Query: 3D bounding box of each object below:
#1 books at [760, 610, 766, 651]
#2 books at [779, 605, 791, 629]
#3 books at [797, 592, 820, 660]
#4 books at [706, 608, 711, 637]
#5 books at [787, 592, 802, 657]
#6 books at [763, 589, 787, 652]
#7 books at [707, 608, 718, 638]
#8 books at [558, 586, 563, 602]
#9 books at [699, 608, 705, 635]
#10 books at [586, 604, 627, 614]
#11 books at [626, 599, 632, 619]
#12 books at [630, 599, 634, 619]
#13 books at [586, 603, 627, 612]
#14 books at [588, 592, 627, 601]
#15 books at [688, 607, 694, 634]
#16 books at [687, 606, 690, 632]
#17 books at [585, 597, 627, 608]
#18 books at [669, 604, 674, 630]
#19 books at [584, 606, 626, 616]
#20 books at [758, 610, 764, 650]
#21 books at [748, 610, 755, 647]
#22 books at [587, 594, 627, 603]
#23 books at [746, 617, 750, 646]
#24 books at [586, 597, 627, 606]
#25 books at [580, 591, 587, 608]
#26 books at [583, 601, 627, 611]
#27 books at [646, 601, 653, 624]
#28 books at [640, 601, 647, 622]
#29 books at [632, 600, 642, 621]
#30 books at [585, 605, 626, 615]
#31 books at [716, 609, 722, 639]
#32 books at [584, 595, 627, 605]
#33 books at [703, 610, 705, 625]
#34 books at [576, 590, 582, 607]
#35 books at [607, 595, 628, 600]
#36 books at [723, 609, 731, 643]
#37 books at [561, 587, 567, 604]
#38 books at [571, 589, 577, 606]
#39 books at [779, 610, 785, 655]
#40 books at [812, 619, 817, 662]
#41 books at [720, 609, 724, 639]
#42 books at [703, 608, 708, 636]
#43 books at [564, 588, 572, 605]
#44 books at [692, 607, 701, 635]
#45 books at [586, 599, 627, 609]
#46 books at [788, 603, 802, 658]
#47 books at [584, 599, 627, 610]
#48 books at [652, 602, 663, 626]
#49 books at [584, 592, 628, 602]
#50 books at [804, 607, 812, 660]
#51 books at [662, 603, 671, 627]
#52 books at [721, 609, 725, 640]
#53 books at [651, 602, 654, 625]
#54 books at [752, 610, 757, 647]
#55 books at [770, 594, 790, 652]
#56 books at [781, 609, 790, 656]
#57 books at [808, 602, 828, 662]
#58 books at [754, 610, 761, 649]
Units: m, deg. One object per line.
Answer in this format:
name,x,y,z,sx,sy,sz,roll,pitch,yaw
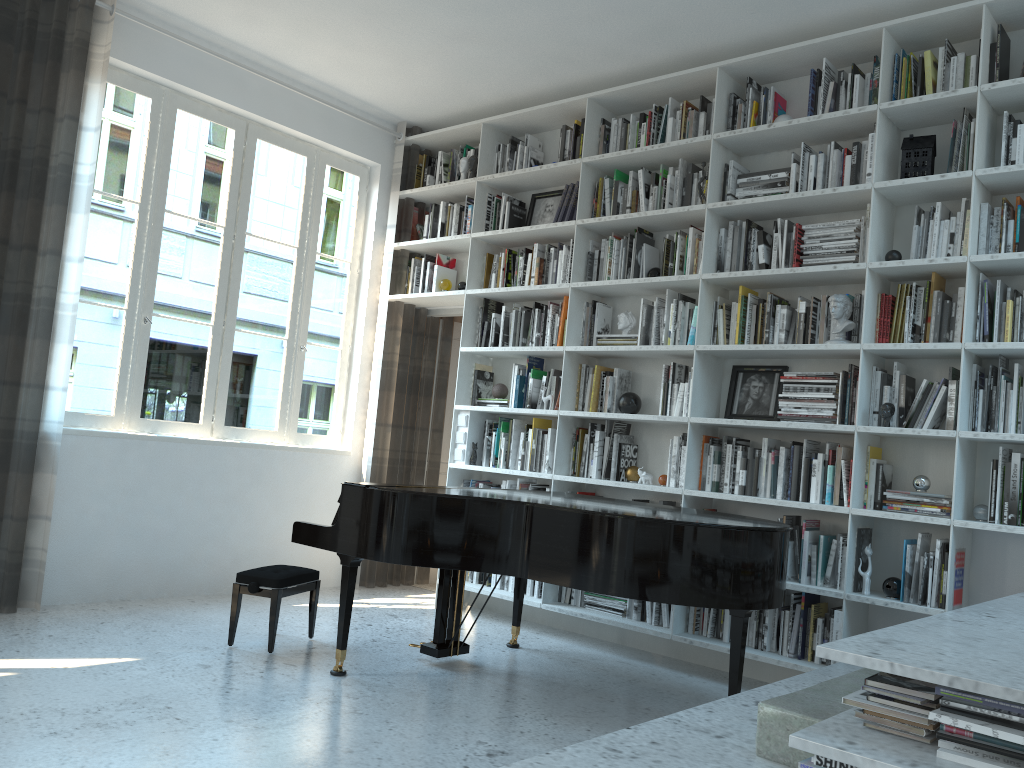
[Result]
books,1.264,1.114,4.298,0.014,0.335,0.183,2,-5,41
books,1.323,1.180,4.271,0.040,0.212,0.129,2,-5,41
books,1.399,1.127,4.170,0.013,0.317,0.186,2,-5,41
books,1.040,1.108,4.508,0.012,0.337,0.144,2,-5,41
books,1.359,1.138,4.211,0.011,0.292,0.184,2,-5,41
books,1.273,1.138,4.288,0.014,0.288,0.185,2,-5,41
books,1.057,1.122,4.492,0.034,0.311,0.170,2,-5,41
books,0.332,1.116,5.140,0.012,0.285,0.159,2,-5,41
books,1.010,1.107,4.544,0.014,0.340,0.140,2,-5,41
books,0.562,1.240,4.920,0.254,0.007,0.161,2,-6,41
books,0.678,1.139,4.811,0.012,0.254,0.161,2,-5,41
books,0.705,1.136,4.808,0.031,0.265,0.144,2,-5,41
books,0.561,1.233,4.919,0.254,0.007,0.161,1,-6,42
books,0.568,1.172,4.922,0.254,0.007,0.161,1,-6,42
books,0.970,1.146,4.551,0.026,0.256,0.183,2,-5,41
books,0.961,1.149,4.586,0.012,0.254,0.161,2,-5,41
books,0.564,1.205,4.918,0.285,0.007,0.159,1,-6,43
books,0.889,1.141,4.612,0.024,0.260,0.189,2,-5,41
books,0.561,1.254,4.920,0.285,0.007,0.159,2,-6,41
books,1.251,1.176,4.313,0.022,0.212,0.167,2,-5,41
books,1.213,1.152,4.363,0.028,0.260,0.132,2,-5,41
books,0.567,1.185,4.921,0.254,0.007,0.161,1,-6,42
books,1.190,1.164,4.382,0.030,0.234,0.138,2,-5,41
books,0.561,1.198,4.915,0.254,0.007,0.161,2,-5,37
books,0.449,1.120,5.034,0.027,0.282,0.129,2,-5,41
books,0.557,1.225,4.914,0.285,0.007,0.159,2,-5,37
books,0.774,1.143,4.731,0.062,0.253,0.178,2,-5,41
books,0.747,1.151,4.768,0.028,0.237,0.136,2,-5,41
books,0.716,1.166,4.777,0.029,0.202,0.178,2,-5,41
books,0.556,1.246,4.913,0.254,0.007,0.161,1,-6,45
books,1.082,1.156,4.480,0.022,0.246,0.144,2,-5,41
books,0.562,1.191,4.915,0.285,0.007,0.159,2,-5,37
books,1.023,1.149,4.543,0.010,0.258,0.131,2,-5,41
books,0.426,1.147,5.049,0.027,0.227,0.139,2,-5,41
books,0.569,1.165,4.922,0.285,0.007,0.159,1,-6,42
books,1.111,1.174,4.421,0.028,0.206,0.175,2,-5,41
books,0.349,1.160,5.116,0.025,0.198,0.160,2,-5,41
books,0.402,1.143,5.059,0.023,0.231,0.164,2,-5,41
books,1.321,1.180,4.230,0.010,0.205,0.180,2,-5,41
books,1.448,1.192,4.143,0.024,0.191,0.155,2,-5,41
books,1.092,1.159,4.465,0.012,0.238,0.128,2,-5,41
books,1.030,1.146,4.525,0.025,0.263,0.145,2,-5,41
books,0.373,1.167,5.085,0.053,0.184,0.148,2,-5,41
books,0.987,1.124,4.540,0.014,0.300,0.184,2,-5,41
books,0.560,1.212,4.914,0.254,0.007,0.161,2,-5,37
books,1.371,1.158,4.184,0.044,0.251,0.187,2,-5,41
books,0.558,1.219,4.911,0.159,0.007,0.285,10,-6,-44
books,0.804,1.132,4.693,0.012,0.274,0.180,2,-5,41
books,0.561,1.177,4.914,0.285,0.007,0.159,2,-5,36
books,1.426,1.169,4.172,0.028,0.238,0.140,2,-5,41
books,0.846,1.134,4.674,0.073,0.275,0.181,2,-5,41
books,1.106,1.142,4.462,0.012,0.276,0.154,2,-5,41
books,0.799,1.154,4.705,0.011,0.232,0.174,2,-5,41
books,1.228,1.181,4.343,0.024,0.203,0.144,2,-5,41
books,1.296,1.153,4.287,0.024,0.262,0.131,2,-5,41
books,1.340,1.179,4.221,0.029,0.210,0.170,2,-5,41
books,1.432,1.158,4.149,0.011,0.258,0.171,2,-5,41
books,1.238,1.139,4.323,0.013,0.285,0.185,2,-5,41
